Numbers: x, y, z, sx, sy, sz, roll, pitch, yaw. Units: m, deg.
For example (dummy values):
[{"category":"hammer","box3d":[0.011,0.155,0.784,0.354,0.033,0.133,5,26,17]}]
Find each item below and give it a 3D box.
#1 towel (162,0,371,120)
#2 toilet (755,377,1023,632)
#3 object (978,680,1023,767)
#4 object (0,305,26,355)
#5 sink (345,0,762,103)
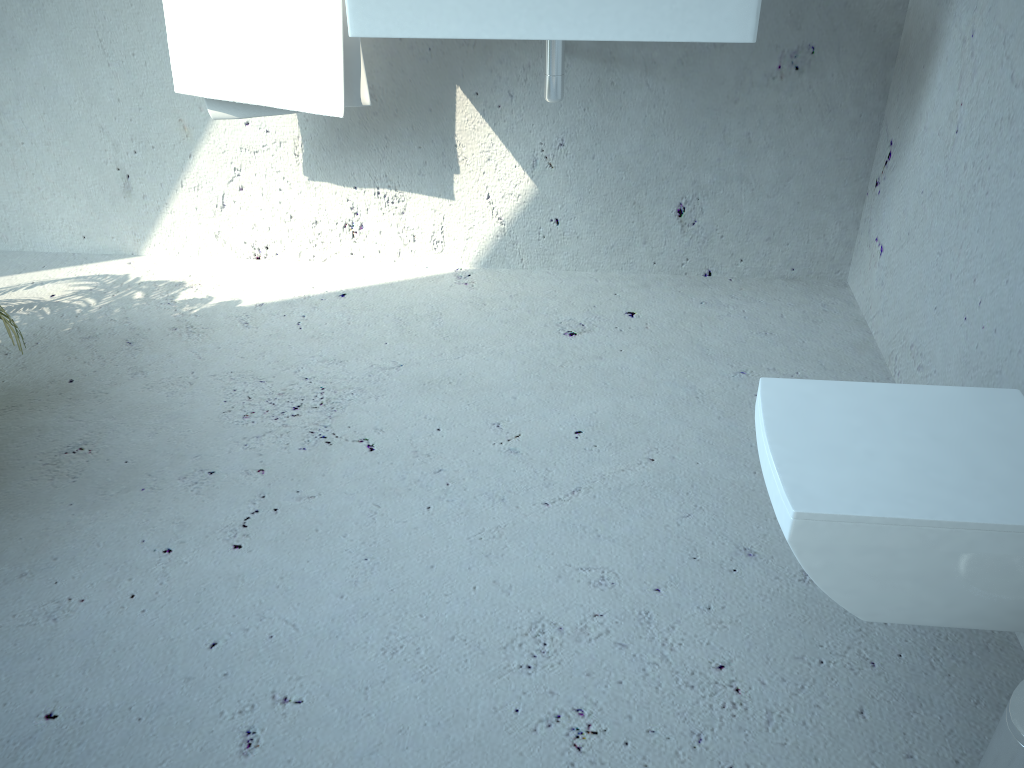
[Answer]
[{"category":"towel","box3d":[-0.557,-0.790,1.977,0.455,0.429,0.063,3,33,6]},{"category":"toilet","box3d":[0.545,0.163,1.166,0.445,0.205,0.284,3,33,5]},{"category":"object","box3d":[0.648,0.364,1.015,0.119,0.424,0.119,14,36,21]},{"category":"object","box3d":[-1.536,-0.207,1.479,1.132,0.893,1.112,-10,34,-14]},{"category":"sink","box3d":[0.091,-0.854,1.863,0.800,0.526,0.429,3,33,5]}]
